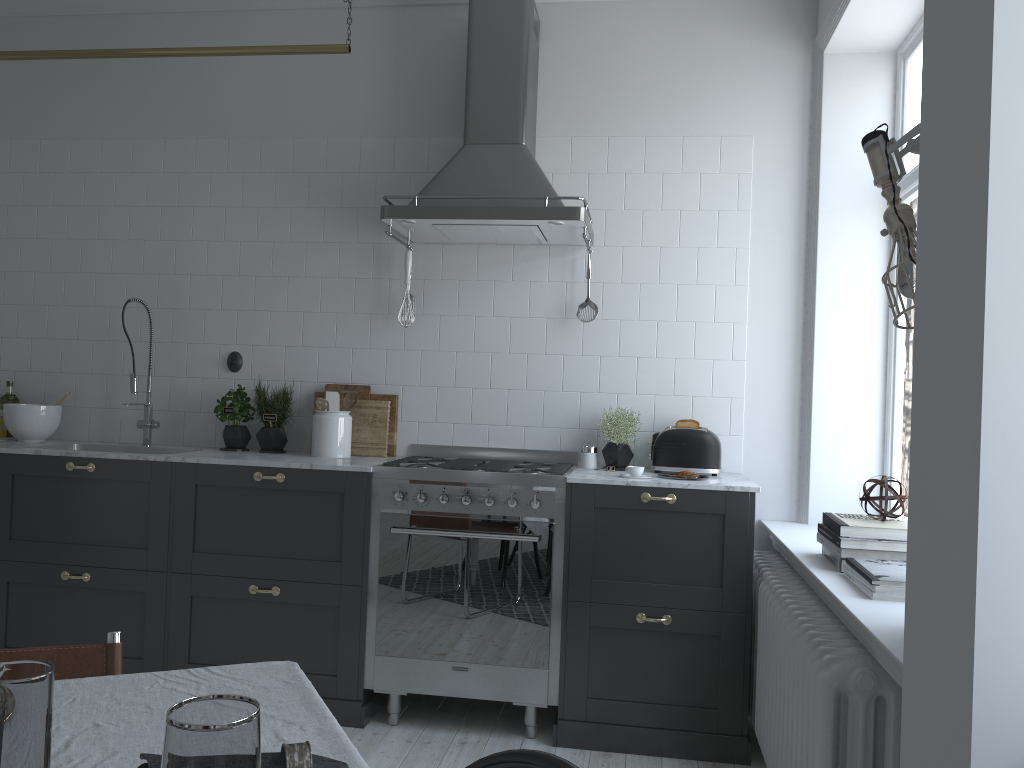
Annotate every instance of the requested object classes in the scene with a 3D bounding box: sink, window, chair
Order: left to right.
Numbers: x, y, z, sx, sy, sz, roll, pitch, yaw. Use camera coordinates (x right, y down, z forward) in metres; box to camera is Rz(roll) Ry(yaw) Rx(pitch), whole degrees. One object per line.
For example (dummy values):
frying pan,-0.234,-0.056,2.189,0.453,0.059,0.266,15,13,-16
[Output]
chair,-0.924,0.906,1.442,0.546,0.837,0.593,2,-1,-20
sink,-1.780,0.392,3.979,0.669,0.203,0.384,2,-1,8
chair,-0.180,0.891,0.904,0.564,0.909,0.463,3,-1,-28
window,1.504,-0.419,2.911,0.061,2.080,1.716,2,-1,8

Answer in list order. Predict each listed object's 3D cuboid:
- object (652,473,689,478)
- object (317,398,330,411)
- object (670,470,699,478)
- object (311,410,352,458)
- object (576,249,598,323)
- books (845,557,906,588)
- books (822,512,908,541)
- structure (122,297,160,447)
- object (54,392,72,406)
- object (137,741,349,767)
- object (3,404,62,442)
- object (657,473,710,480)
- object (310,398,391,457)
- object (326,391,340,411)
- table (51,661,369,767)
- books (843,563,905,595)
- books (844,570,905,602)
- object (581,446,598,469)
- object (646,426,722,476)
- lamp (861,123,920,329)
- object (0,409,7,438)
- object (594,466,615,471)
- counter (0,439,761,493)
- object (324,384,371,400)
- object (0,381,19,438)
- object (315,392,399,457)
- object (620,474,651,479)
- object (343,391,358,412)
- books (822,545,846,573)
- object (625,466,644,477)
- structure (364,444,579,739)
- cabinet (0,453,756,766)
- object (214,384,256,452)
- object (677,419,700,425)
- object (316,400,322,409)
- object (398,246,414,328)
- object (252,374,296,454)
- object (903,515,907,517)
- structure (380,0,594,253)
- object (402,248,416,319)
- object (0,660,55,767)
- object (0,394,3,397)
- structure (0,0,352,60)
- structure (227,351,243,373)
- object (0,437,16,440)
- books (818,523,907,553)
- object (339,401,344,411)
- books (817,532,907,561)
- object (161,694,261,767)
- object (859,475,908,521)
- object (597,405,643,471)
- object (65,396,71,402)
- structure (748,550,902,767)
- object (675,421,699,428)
object,0.649,0.367,3.539,0.209,0.008,0.018,1,-1,43
object,-0.855,0.192,3.988,0.054,0.262,0.149,2,-1,-17
object,0.695,0.363,3.568,0.119,0.031,0.074,2,-1,41
object,-0.814,0.225,4.010,0.174,0.208,0.174,2,-1,4
object,0.340,-0.438,3.948,0.101,0.331,0.030,2,-1,19
books,1.116,0.534,2.496,0.274,0.016,0.341,2,-1,10
books,1.168,0.462,2.875,0.259,0.038,0.325,2,-1,10
structure,-1.731,-0.051,4.102,0.100,0.692,0.266,2,-1,8
object,-2.241,0.151,4.283,0.209,0.232,0.042,3,-1,-41
object,-0.343,0.471,1.089,0.247,0.061,0.165,3,-1,-42
object,-2.306,0.187,4.263,0.247,0.175,0.247,2,-1,22
object,0.690,0.375,3.571,0.209,0.011,0.209,3,-1,-44
object,-0.750,0.202,4.117,0.360,0.261,0.053,2,-1,8
object,-0.812,0.180,4.021,0.064,0.290,0.141,2,-1,-18
table,-0.473,0.904,0.485,1.210,0.842,2.179,3,-1,-25
books,1.107,0.551,2.500,0.254,0.019,0.337,2,-1,7
books,1.104,0.570,2.495,0.254,0.019,0.343,2,-1,8
object,0.340,0.324,3.908,0.072,0.095,0.072,3,-1,-36
object,0.746,0.282,3.836,0.326,0.207,0.219,2,-1,13
lamp,0.754,-0.009,1.627,0.131,0.977,0.312,2,-1,-17
object,-2.522,0.195,4.342,0.077,0.141,0.044,2,-1,8
object,0.397,0.363,3.808,0.091,0.018,0.062,2,-1,6
counter,-0.955,0.331,3.903,3.902,0.020,0.624,2,-1,8
object,-0.778,0.167,4.146,0.220,0.330,0.041,2,-1,8
object,-2.485,0.127,4.388,0.089,0.282,0.082,2,-1,8
object,-0.737,0.189,4.172,0.400,0.290,0.030,2,-1,8
object,0.490,0.368,3.522,0.126,0.008,0.126,2,-1,35
object,-0.773,0.180,4.043,0.131,0.296,0.056,2,-1,-12
books,1.164,0.564,2.861,0.259,0.044,0.351,2,-1,10
object,0.489,0.348,3.523,0.072,0.040,0.070,2,-1,0
structure,-0.150,0.835,3.762,0.779,1.096,0.651,2,-1,8
cabinet,-0.975,0.847,3.885,3.897,1.012,0.646,2,-1,8
object,-1.300,0.156,4.150,0.172,0.311,0.179,2,-1,19
object,0.767,0.208,3.871,0.107,0.110,0.010,2,-1,13
object,-0.845,0.198,4.010,0.117,0.251,0.061,2,-1,38
object,-0.477,-0.444,4.044,0.074,0.381,0.076,2,-1,-11
object,-1.108,0.134,4.108,0.196,0.367,0.186,3,-1,-37
object,-10.554,-1.299,0.884,72.085,19.432,33.873,3,-1,-27
structure,-0.068,-1.144,3.826,0.843,1.079,0.567,2,-1,8
object,-0.473,-0.467,4.077,0.066,0.332,0.024,2,-1,13
object,-0.258,0.320,0.447,0.152,0.352,0.152,3,-1,-31
object,-2.565,0.124,4.405,0.066,0.282,0.066,2,-1,3
structure,-1.670,-1.745,3.982,1.988,0.556,0.053,2,-1,8
structure,-1.339,-0.107,4.267,0.079,0.103,0.032,2,-1,8
object,-2.548,0.262,4.309,0.180,0.008,0.272,2,-1,8
books,1.169,0.496,2.861,0.287,0.031,0.351,2,-1,8
object,-0.781,0.202,4.047,0.050,0.247,0.114,3,-1,-27
books,1.159,0.527,2.874,0.259,0.031,0.328,2,-1,6
object,-0.266,0.393,0.778,0.083,0.215,0.083,2,-1,13
object,1.209,0.371,2.883,0.147,0.148,0.147,2,-1,-1
object,0.466,0.234,3.876,0.210,0.283,0.220,2,-1,21
object,-2.260,0.159,4.293,0.218,0.214,0.058,3,-1,-31
structure,0.965,1.061,2.937,0.245,0.753,1.673,2,-1,8
object,0.749,0.211,3.795,0.107,0.110,0.010,2,-1,13
